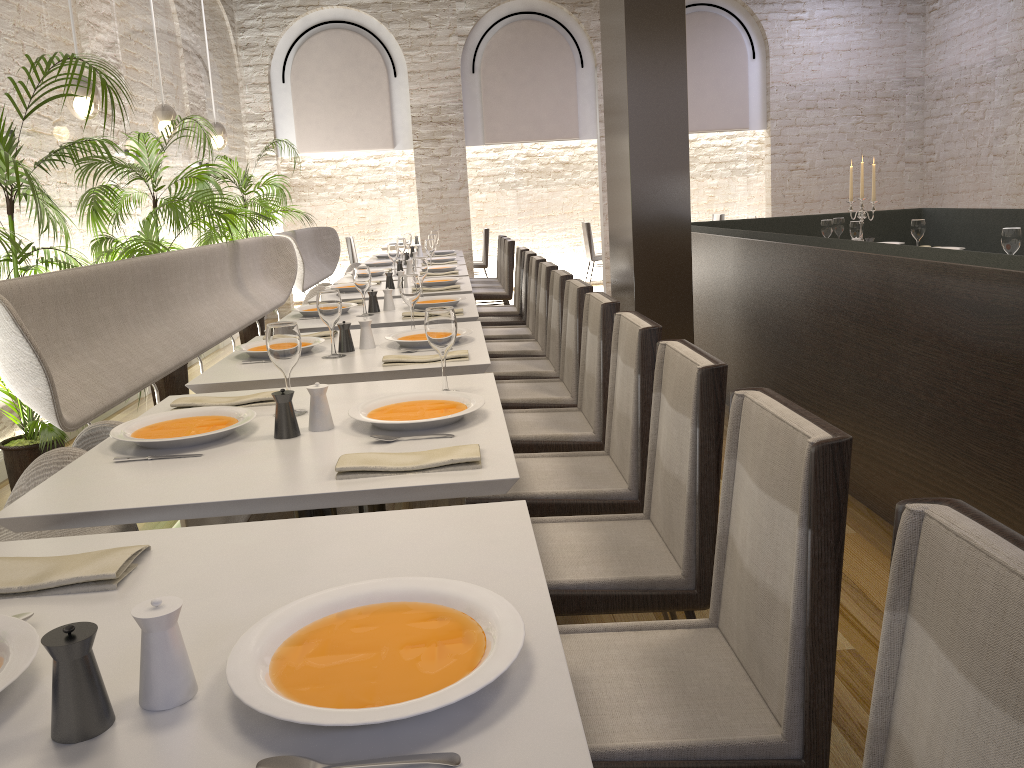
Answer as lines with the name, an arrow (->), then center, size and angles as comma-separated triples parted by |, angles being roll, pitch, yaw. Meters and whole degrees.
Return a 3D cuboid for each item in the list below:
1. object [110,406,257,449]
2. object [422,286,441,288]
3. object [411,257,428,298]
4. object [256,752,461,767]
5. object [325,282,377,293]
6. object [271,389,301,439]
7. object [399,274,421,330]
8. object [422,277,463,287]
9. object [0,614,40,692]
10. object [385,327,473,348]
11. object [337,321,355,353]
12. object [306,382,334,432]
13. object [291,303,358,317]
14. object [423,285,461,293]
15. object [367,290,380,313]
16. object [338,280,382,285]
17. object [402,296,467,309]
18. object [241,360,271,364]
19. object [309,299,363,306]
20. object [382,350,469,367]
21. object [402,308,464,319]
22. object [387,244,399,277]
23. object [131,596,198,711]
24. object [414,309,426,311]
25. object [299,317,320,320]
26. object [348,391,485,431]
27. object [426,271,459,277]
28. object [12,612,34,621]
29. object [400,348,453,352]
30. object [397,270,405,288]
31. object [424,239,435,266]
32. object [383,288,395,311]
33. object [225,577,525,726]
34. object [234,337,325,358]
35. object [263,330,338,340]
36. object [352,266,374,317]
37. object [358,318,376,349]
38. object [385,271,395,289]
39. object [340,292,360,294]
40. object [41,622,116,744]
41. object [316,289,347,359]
object -> -0.758, 0.106, 2.059 | 0.322, 0.036, 0.323 | 4, 14, 31
object -> -0.454, -0.589, 5.351 | 0.181, 0.015, 0.038 | -4, 11, -2
object -> -0.475, -0.543, 4.615 | 0.086, 0.229, 0.086 | 4, 12, 38
object -> -0.137, 0.340, 0.792 | 0.181, 0.015, 0.038 | -4, 11, -2
object -> -0.998, -0.596, 5.502 | 0.322, 0.036, 0.323 | -9, 13, -25
object -> -0.512, 0.064, 1.999 | 0.059, 0.109, 0.060 | -3, 10, 5
object -> -0.397, -0.315, 3.496 | 0.086, 0.229, 0.086 | -3, 10, 3
object -> -0.462, -0.634, 5.531 | 0.322, 0.036, 0.323 | -9, 13, -25
object -> -0.680, 0.334, 0.943 | 0.322, 0.036, 0.323 | -9, 13, -25
object -> -0.302, -0.166, 3.234 | 0.322, 0.036, 0.323 | -8, 13, -20
object -> -0.592, -0.170, 3.145 | 0.059, 0.109, 0.060 | -6, 10, -11
object -> -0.446, 0.050, 2.048 | 0.059, 0.109, 0.060 | -3, 10, 5
object -> -0.917, -0.361, 4.348 | 0.322, 0.036, 0.323 | -9, 13, -25
object -> -0.439, -0.555, 5.178 | 0.273, 0.033, 0.143 | -4, 12, -3
object -> -0.672, -0.403, 4.289 | 0.059, 0.109, 0.060 | -6, 10, -11
object -> -1.003, -0.659, 5.840 | 0.273, 0.033, 0.143 | -4, 12, -3
object -> -0.382, -0.399, 4.377 | 0.322, 0.036, 0.323 | -9, 13, -25
object -> -0.829, -0.080, 3.025 | 0.185, 0.010, 0.017 | -4, 11, -3
object -> -0.922, -0.424, 4.687 | 0.273, 0.033, 0.143 | -4, 12, -3
object -> -0.279, -0.086, 2.880 | 0.273, 0.033, 0.143 | -4, 12, -3
object -> -0.358, -0.320, 4.024 | 0.273, 0.033, 0.143 | -4, 12, -3
object -> -0.856, -0.897, 6.425 | 0.086, 0.229, 0.086 | 1, 11, 26
object -> -0.368, 0.277, 0.933 | 0.059, 0.109, 0.060 | -6, 10, -11
object -> -0.374, -0.354, 4.198 | 0.181, 0.015, 0.038 | -4, 11, -2
object -> -0.908, -0.313, 4.169 | 0.185, 0.010, 0.017 | -4, 11, -3
object -> -0.222, 0.068, 2.088 | 0.322, 0.036, 0.323 | 4, 14, 31
object -> -0.515, -0.779, 6.279 | 0.273, 0.033, 0.143 | -4, 12, -3
object -> -0.696, 0.306, 1.118 | 0.181, 0.015, 0.038 | -4, 11, -2
object -> -0.294, -0.121, 3.054 | 0.181, 0.015, 0.038 | -4, 11, -2
object -> -0.685, -0.652, 5.492 | 0.059, 0.109, 0.060 | -6, 10, -11
object -> -0.633, -1.006, 6.886 | 0.086, 0.229, 0.086 | 1, 11, 26
object -> -0.605, -0.417, 4.338 | 0.059, 0.109, 0.060 | -6, 10, -11
object -> -0.145, 0.296, 0.972 | 0.322, 0.036, 0.323 | -9, 13, -25
object -> -0.838, -0.127, 3.205 | 0.322, 0.036, 0.323 | -8, 13, -20
object -> -0.843, -0.190, 3.543 | 0.273, 0.033, 0.143 | -4, 12, -3
object -> -0.698, -0.434, 4.153 | 0.086, 0.229, 0.086 | 4, 12, 38
object -> -0.525, -0.184, 3.194 | 0.059, 0.109, 0.060 | -6, 10, -11
object -> -0.752, -0.638, 5.443 | 0.059, 0.109, 0.060 | -6, 10, -11
object -> -0.989, -0.549, 5.322 | 0.185, 0.010, 0.017 | -4, 11, -3
object -> -0.435, 0.291, 0.884 | 0.059, 0.109, 0.060 | -6, 10, -11
object -> -0.620, -0.206, 3.035 | 0.086, 0.229, 0.087 | 6, 14, 44
